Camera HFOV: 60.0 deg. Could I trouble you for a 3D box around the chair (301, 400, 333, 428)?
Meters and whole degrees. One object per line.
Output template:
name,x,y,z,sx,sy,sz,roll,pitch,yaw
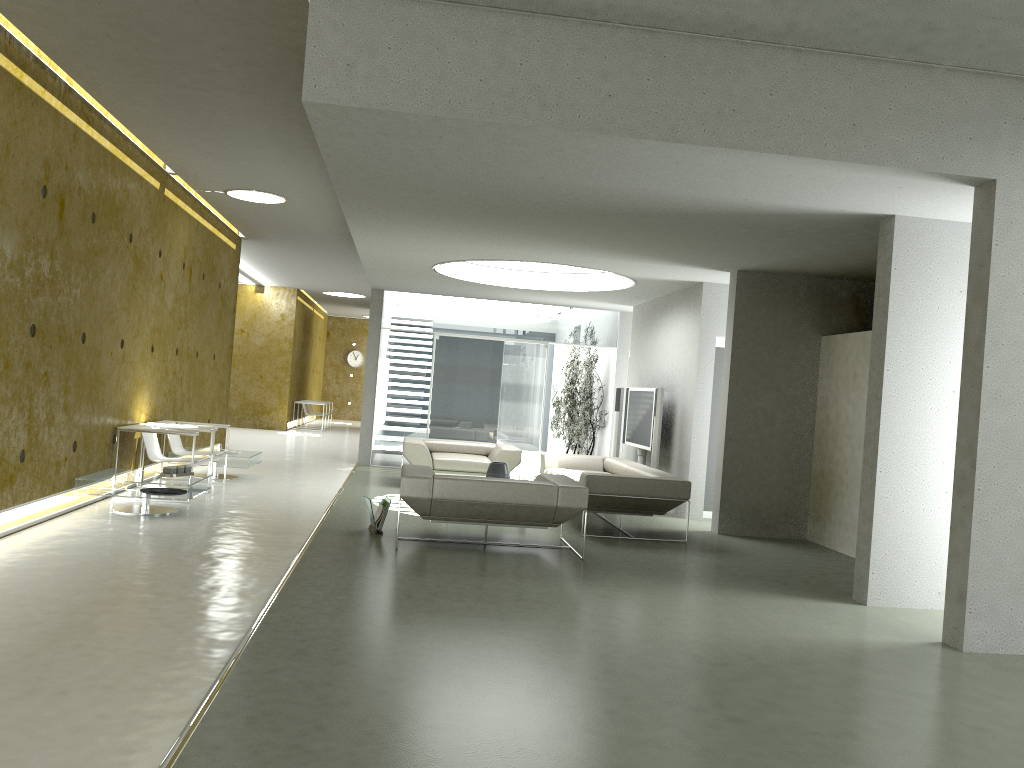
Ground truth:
chair,-5.150,0.786,23.448,0.710,0.667,0.800,4,-1,-7

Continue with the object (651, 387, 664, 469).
object,1.691,0.775,10.410,0.310,1.469,0.310,5,-1,-30

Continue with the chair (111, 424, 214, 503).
chair,-3.411,0.765,8.723,0.710,0.667,0.800,4,-1,-7

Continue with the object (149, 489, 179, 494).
object,-2.976,0.924,7.589,0.239,0.027,0.239,4,-1,10

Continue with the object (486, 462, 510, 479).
object,-0.153,1.005,9.589,0.265,0.309,0.265,5,-1,-24

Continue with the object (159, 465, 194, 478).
object,-2.997,0.774,7.946,0.118,0.097,0.326,4,-1,18

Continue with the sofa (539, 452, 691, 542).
sofa,0.994,1.155,9.635,1.037,0.585,2.791,4,-1,-7

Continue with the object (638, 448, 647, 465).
object,1.603,1.172,11.498,0.323,0.689,0.882,4,-1,-7

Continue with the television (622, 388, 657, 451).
television,1.713,0.443,11.512,0.127,0.781,1.603,4,-1,-7

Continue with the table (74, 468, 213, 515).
table,-3.189,0.956,7.749,0.900,0.300,0.900,4,-1,-7

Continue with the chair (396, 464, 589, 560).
chair,-0.202,1.042,7.405,1.481,0.583,1.039,4,-1,-7

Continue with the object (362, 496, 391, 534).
object,-1.171,1.117,7.594,0.216,0.288,0.329,5,-1,-17

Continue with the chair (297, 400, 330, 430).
chair,-5.050,0.785,22.597,0.710,0.667,0.800,4,-1,-7

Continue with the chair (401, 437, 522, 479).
chair,-0.682,1.048,11.475,1.481,0.583,1.039,4,-1,-7

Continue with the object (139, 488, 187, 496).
object,-2.977,0.927,7.589,0.394,0.027,0.394,5,-1,-24

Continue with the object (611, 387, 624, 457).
object,1.495,0.783,12.640,0.310,1.469,0.310,4,-1,20

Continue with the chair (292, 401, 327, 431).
chair,-4.949,0.784,21.747,0.710,0.667,0.800,4,-1,-7

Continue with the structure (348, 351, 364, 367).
structure,-4.989,-0.801,28.373,0.547,0.539,0.016,4,-1,-7

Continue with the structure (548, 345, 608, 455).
structure,1.090,0.223,15.705,0.646,2.589,3.371,4,-1,-7

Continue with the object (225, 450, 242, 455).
object,-3.313,0.810,10.472,0.197,0.029,0.189,4,-1,-7

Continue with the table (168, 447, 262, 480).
table,-3.523,0.960,10.579,0.900,0.300,0.900,4,-1,-7

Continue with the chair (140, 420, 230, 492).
chair,-3.512,0.766,9.573,0.710,0.667,0.800,4,-1,-7
